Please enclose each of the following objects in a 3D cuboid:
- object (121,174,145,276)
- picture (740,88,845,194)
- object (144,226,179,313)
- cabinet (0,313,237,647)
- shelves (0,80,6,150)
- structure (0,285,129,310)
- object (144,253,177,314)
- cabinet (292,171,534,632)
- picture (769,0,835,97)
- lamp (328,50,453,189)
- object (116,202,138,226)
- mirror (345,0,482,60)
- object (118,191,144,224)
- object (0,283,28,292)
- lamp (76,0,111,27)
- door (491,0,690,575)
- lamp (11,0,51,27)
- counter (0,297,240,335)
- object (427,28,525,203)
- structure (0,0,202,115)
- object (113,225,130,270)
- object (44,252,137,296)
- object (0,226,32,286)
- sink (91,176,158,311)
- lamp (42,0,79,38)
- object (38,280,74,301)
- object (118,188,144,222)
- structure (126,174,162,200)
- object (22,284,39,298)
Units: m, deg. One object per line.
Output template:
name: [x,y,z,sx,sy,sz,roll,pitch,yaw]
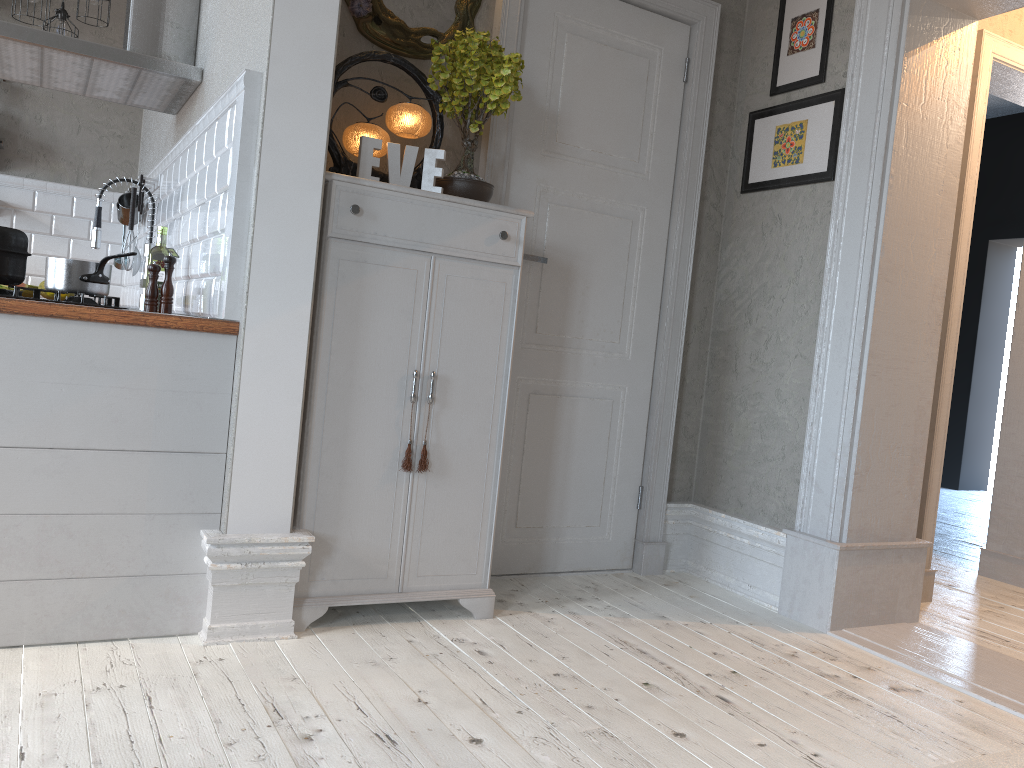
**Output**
object: [-1.689,-0.697,3.931,0.082,0.443,0.323,5,3,-28]
picture: [1.064,-0.918,3.393,0.014,0.331,0.480,5,3,-29]
object: [-1.144,-0.373,2.904,0.091,0.282,0.080,5,3,-29]
cabinet: [-2.614,0.022,3.400,4.148,0.854,2.010,7,3,16]
shelves: [-3.346,-1.381,4.490,1.341,0.923,0.224,5,3,-30]
structure: [-1.357,-0.252,2.449,0.505,0.031,0.594,5,3,-29]
object: [-0.959,-0.277,2.417,0.074,0.166,0.035,5,3,-30]
cabinet: [-0.368,0.065,2.777,0.679,1.297,0.377,5,3,-29]
picture: [1.107,-1.330,3.375,0.012,0.416,0.277,5,3,-29]
lamp: [-0.416,-0.755,2.780,0.456,0.558,0.169,5,2,-22]
object: [-1.937,-0.882,4.481,0.110,0.161,0.135,5,2,-17]
mirror: [-0.316,-1.384,2.921,0.542,0.593,0.070,5,3,-30]
object: [-1.877,-0.871,4.370,0.110,0.161,0.134,5,3,-27]
object: [-2.592,-0.516,4.529,0.145,0.127,0.229,8,3,44]
lamp: [-2.047,-2.704,4.474,0.145,1.734,0.148,6,2,13]
door: [0.275,-0.360,3.359,0.765,2.182,0.078,5,3,-30]
lamp: [-2.182,-2.573,4.139,0.146,1.734,0.147,6,2,3]
counter: [-2.903,-0.405,3.029,3.221,0.039,3.328,5,3,-29]
object: [-0.121,-0.843,2.848,0.296,0.553,0.341,6,2,5]
structure: [-1.543,-1.961,3.361,0.726,1.595,0.699,5,3,-29]
object: [-2.063,-0.796,4.712,0.078,0.378,0.081,5,3,-29]
object: [-1.219,-0.327,2.618,0.303,0.134,0.175,6,2,5]
object: [-1.350,-0.334,2.285,0.189,0.147,0.194,8,3,40]
sink: [-1.522,-0.389,3.074,0.538,0.720,0.477,5,3,-29]
lamp: [-2.143,-2.453,4.324,0.144,1.734,0.149,7,3,33]
object: [-2.443,-0.507,4.756,0.130,0.119,0.207,7,3,24]
object: [-1.826,-0.860,4.256,0.109,0.161,0.135,5,2,-12]
structure: [-1.807,-0.931,4.287,0.096,0.053,1.065,5,3,-29]
object: [-2.589,-0.497,4.730,0.118,0.073,0.203,7,3,24]
